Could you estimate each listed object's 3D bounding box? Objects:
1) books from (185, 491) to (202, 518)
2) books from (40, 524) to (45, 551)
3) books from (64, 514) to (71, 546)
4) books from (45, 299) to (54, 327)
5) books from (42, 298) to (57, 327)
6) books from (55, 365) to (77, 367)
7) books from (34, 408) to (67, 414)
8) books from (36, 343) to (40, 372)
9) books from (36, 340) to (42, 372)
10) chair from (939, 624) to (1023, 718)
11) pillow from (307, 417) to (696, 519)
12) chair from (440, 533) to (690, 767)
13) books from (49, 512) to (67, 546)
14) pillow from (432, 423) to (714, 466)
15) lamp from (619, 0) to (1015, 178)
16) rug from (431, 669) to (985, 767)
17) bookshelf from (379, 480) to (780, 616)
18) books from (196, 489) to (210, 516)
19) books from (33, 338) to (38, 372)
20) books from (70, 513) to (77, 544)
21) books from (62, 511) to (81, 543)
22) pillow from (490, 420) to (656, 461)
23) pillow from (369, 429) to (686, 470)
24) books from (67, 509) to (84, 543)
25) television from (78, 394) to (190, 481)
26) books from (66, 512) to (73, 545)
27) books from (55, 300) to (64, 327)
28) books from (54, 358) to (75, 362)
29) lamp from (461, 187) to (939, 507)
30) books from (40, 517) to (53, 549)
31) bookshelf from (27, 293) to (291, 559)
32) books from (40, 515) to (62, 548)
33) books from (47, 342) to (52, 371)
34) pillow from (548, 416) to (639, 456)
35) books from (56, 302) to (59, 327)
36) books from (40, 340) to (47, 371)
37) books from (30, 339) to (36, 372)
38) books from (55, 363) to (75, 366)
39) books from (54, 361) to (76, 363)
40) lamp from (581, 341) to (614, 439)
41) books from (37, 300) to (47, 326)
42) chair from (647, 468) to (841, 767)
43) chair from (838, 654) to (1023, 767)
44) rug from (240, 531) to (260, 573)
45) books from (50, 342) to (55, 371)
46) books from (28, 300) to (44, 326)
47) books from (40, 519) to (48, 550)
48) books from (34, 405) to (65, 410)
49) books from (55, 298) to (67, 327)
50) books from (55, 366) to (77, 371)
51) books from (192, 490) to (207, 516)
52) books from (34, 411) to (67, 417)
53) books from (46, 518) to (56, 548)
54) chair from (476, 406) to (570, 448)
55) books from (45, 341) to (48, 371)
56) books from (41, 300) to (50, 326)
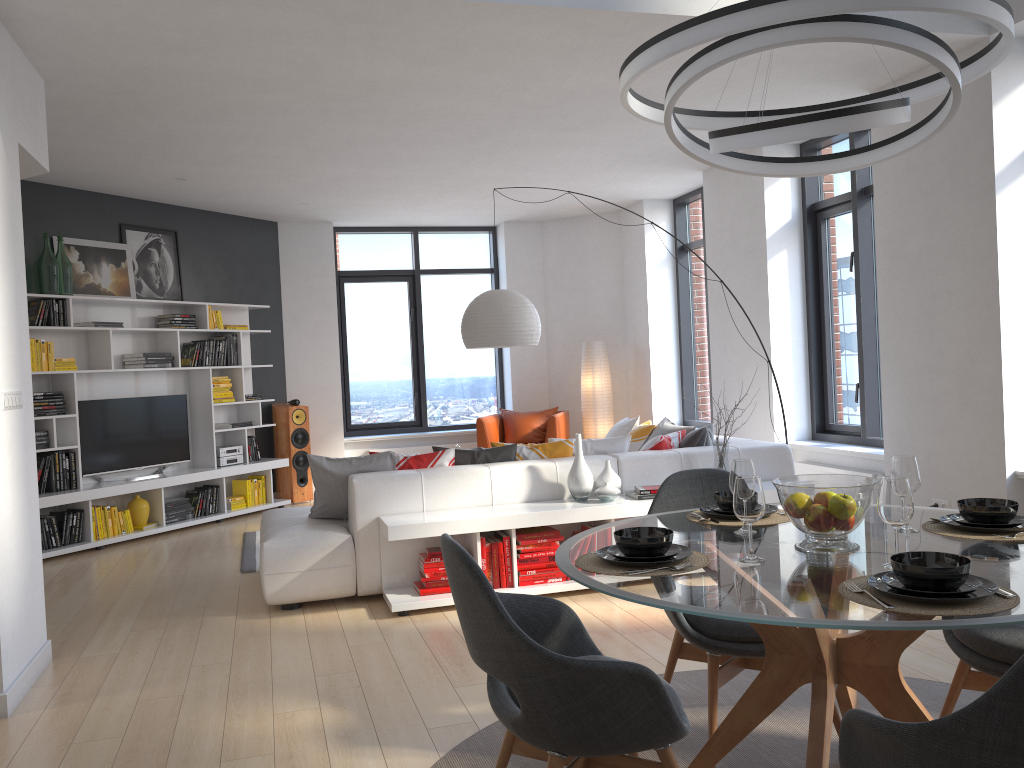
[{"bbox_3d":[-2.941,1.103,8.138,0.182,0.234,0.104,-2,1,29],"label":"books"},{"bbox_3d":[-3.673,1.162,6.821,0.170,0.236,0.049,-2,1,30],"label":"books"},{"bbox_3d":[-3.559,1.151,7.007,0.172,0.242,0.069,-2,1,30],"label":"books"},{"bbox_3d":[-3.708,-0.556,7.056,0.156,0.221,0.021,-2,1,29],"label":"books"},{"bbox_3d":[-3.701,-0.563,7.080,0.176,0.232,0.025,-2,1,29],"label":"books"},{"bbox_3d":[-3.643,-0.142,7.151,0.148,0.011,0.196,-2,1,29],"label":"books"},{"bbox_3d":[-3.702,0.215,7.009,0.189,0.025,0.270,-2,1,28],"label":"books"},{"bbox_3d":[-3.755,-0.206,6.939,0.156,0.229,0.024,-2,1,29],"label":"books"},{"bbox_3d":[-3.761,-0.219,6.966,0.180,0.251,0.019,-2,1,29],"label":"books"},{"bbox_3d":[1.636,0.735,2.634,0.619,0.891,0.655,-3,1,-14],"label":"chair"},{"bbox_3d":[0.010,0.555,6.110,2.953,0.453,0.647,-3,1,-28],"label":"pillow"},{"bbox_3d":[0.145,0.813,2.302,0.619,0.891,0.655,-3,1,-14],"label":"chair"},{"bbox_3d":[-3.595,1.143,7.002,0.197,0.260,0.066,-2,1,29],"label":"books"},{"bbox_3d":[0.504,0.539,5.913,2.120,0.436,0.608,-3,1,-20],"label":"pillow"},{"bbox_3d":[0.700,-2.865,2.382,1.000,4.513,1.000,-3,1,-14],"label":"lamp"},{"bbox_3d":[0.896,1.217,2.463,2.499,0.010,2.499,-4,1,-43],"label":"rug"},{"bbox_3d":[0.553,0.936,5.230,2.600,0.500,0.356,-3,1,-16],"label":"bookshelf"},{"bbox_3d":[-2.873,1.095,8.214,0.172,0.242,0.069,-2,1,30],"label":"books"},{"bbox_3d":[-3.783,-0.221,6.933,0.199,0.263,0.015,-2,1,29],"label":"books"},{"bbox_3d":[-3.545,1.147,7.057,0.179,0.243,0.071,-2,1,28],"label":"books"},{"bbox_3d":[-3.536,1.143,7.096,0.191,0.249,0.084,-2,1,29],"label":"books"},{"bbox_3d":[0.553,0.542,6.484,0.630,0.440,2.095,-2,1,31],"label":"pillow"},{"bbox_3d":[0.194,0.582,5.818,2.250,0.449,0.575,-3,1,-18],"label":"pillow"},{"bbox_3d":[-3.521,1.137,7.126,0.197,0.260,0.066,-2,1,29],"label":"books"},{"bbox_3d":[-3.303,0.469,7.808,0.207,0.704,1.102,-2,1,29],"label":"television"},{"bbox_3d":[-3.569,1.143,7.041,0.192,0.254,0.075,-2,1,28],"label":"books"},{"bbox_3d":[-3.671,-0.559,7.125,0.169,0.218,0.038,-2,1,29],"label":"books"},{"bbox_3d":[-3.654,-0.191,7.152,0.138,0.026,0.186,-2,1,29],"label":"books"},{"bbox_3d":[1.168,-0.188,6.233,3.199,2.647,0.710,-2,1,20],"label":"lamp"},{"bbox_3d":[-3.651,1.151,6.867,0.193,0.255,0.066,-2,1,29],"label":"books"},{"bbox_3d":[-3.212,0.292,7.758,0.455,2.052,3.000,-2,1,29],"label":"bookshelf"},{"bbox_3d":[-3.616,1.150,6.922,0.191,0.249,0.083,-2,1,29],"label":"books"},{"bbox_3d":[-3.718,-0.214,7.035,0.172,0.234,0.024,-2,1,29],"label":"books"},{"bbox_3d":[0.675,0.512,6.778,0.580,0.456,2.156,-3,1,10],"label":"pillow"},{"bbox_3d":[-3.684,-0.550,7.099,0.147,0.200,0.021,-2,1,29],"label":"books"},{"bbox_3d":[-3.746,-0.220,6.989,0.185,0.250,0.035,-2,1,29],"label":"books"},{"bbox_3d":[-3.796,-0.218,6.905,0.198,0.255,0.044,-2,1,29],"label":"books"},{"bbox_3d":[-3.629,-0.156,7.136,0.113,0.018,0.169,-2,1,31],"label":"books"},{"bbox_3d":[-3.640,-0.172,7.149,0.134,0.014,0.187,-2,1,29],"label":"books"},{"bbox_3d":[1.084,0.302,9.572,0.804,1.550,0.502,-2,1,35],"label":"lamp"},{"bbox_3d":[-3.755,-0.550,6.995,0.171,0.214,0.087,-2,1,30],"label":"books"},{"bbox_3d":[0.774,0.768,3.067,0.655,0.891,0.619,-3,1,-9],"label":"chair"},{"bbox_3d":[0.980,0.784,1.693,0.655,0.891,0.619,-3,1,-9],"label":"chair"},{"bbox_3d":[-0.957,1.216,7.118,2.326,0.016,1.662,-3,1,-16],"label":"rug"},{"bbox_3d":[-3.709,-0.215,7.059,0.172,0.234,0.024,-2,1,29],"label":"books"},{"bbox_3d":[-3.766,-0.549,6.964,0.166,0.213,0.096,-2,1,28],"label":"books"},{"bbox_3d":[-3.655,1.157,6.837,0.169,0.242,0.050,-2,1,29],"label":"books"},{"bbox_3d":[-3.722,0.188,7.011,0.209,0.030,0.266,-2,1,28],"label":"books"},{"bbox_3d":[-3.652,-0.567,7.146,0.174,0.230,0.019,-2,1,29],"label":"books"},{"bbox_3d":[-3.639,-0.120,7.149,0.147,0.033,0.190,-2,1,29],"label":"books"},{"bbox_3d":[-2.901,1.100,8.190,0.169,0.233,0.081,-2,1,28],"label":"books"},{"bbox_3d":[-3.699,0.240,7.008,0.189,0.026,0.263,-2,1,28],"label":"books"},{"bbox_3d":[-3.630,1.156,6.890,0.177,0.242,0.066,-2,1,29],"label":"books"},{"bbox_3d":[0.167,0.690,9.607,0.896,0.858,0.843,-2,1,16],"label":"chair"},{"bbox_3d":[-3.733,-0.215,7.015,0.169,0.239,0.023,-2,1,29],"label":"books"},{"bbox_3d":[-3.731,-0.552,7.014,0.154,0.212,0.074,-2,1,28],"label":"books"}]
